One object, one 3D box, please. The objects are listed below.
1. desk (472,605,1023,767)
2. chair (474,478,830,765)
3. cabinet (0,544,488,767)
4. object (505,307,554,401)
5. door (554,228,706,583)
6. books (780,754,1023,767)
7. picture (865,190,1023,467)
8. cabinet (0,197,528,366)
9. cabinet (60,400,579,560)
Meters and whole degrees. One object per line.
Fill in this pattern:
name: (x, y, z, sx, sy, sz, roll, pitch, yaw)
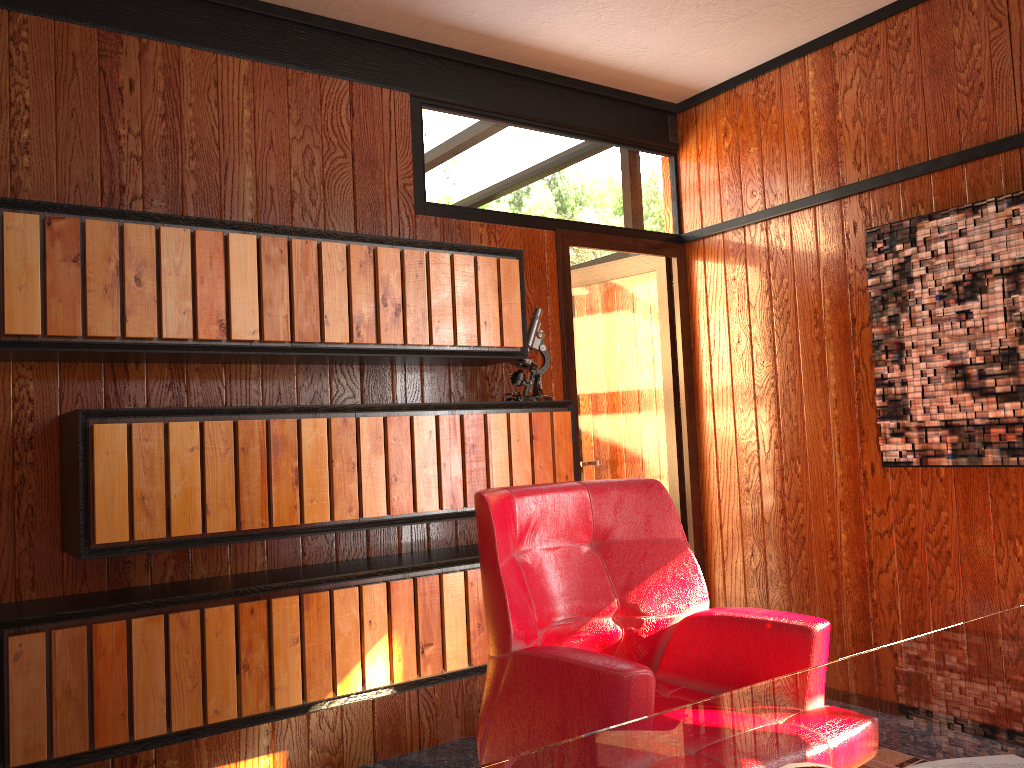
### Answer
desk: (0.775, 0.781, 1.037, 1.900, 0.632, 1.150, 0, -4, -35)
chair: (0.267, 0.705, 1.967, 0.621, 0.956, 0.839, 0, -4, -35)
cabinet: (-0.660, 0.781, 2.736, 1.653, 0.390, 0.321, 0, -4, -35)
object: (0.058, -0.108, 3.270, 0.181, 0.354, 0.142, -3, -4, 2)
door: (0.327, 0.364, 4.093, 0.751, 1.955, 0.734, 0, -4, -35)
books: (0.462, 0.447, 0.903, 0.422, 0.049, 0.300, -2, -4, -16)
picture: (1.581, -0.170, 2.862, 0.061, 0.873, 0.916, 0, -4, -35)
cabinet: (-0.710, -0.271, 2.802, 1.653, 0.390, 0.321, 0, -4, -35)
cabinet: (-0.521, 0.268, 2.881, 1.653, 0.390, 0.321, 0, -4, -35)
